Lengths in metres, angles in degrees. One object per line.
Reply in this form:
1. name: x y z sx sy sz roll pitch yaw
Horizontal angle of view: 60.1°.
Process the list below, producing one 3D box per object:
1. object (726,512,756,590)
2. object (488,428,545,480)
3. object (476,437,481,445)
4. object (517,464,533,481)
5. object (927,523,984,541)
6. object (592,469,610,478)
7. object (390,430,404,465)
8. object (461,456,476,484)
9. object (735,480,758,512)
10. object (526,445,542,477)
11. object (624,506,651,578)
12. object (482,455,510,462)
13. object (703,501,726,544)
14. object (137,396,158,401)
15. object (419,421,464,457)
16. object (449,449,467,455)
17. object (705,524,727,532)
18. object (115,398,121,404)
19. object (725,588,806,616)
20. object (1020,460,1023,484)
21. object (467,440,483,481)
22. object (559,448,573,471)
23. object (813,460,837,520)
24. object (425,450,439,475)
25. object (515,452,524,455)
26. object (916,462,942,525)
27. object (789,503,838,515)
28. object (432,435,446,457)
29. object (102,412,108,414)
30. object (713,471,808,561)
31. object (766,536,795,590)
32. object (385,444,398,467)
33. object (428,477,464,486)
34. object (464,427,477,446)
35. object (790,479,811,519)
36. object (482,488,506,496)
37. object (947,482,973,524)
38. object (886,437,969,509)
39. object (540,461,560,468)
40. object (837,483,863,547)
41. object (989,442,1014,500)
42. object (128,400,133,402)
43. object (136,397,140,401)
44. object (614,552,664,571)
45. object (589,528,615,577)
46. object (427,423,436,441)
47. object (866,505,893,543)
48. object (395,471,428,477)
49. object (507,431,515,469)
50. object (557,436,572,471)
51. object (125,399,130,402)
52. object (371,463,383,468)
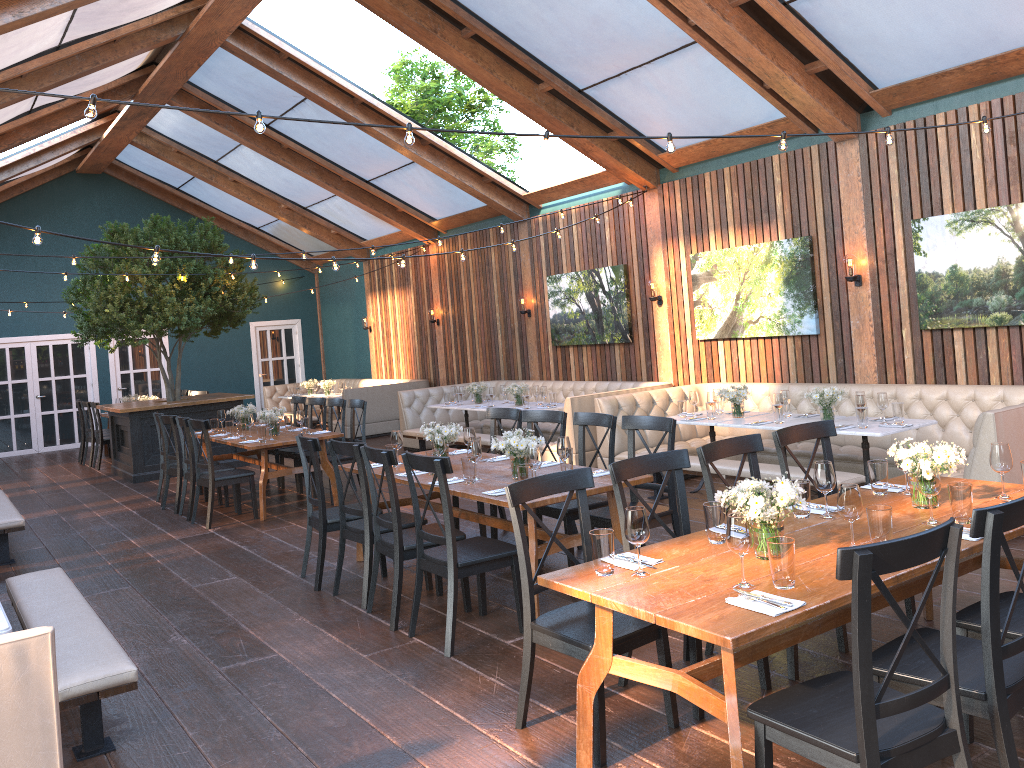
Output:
1. object: 0.772 0.562 2.980 0.092 0.244 0.092 -4 0 8
2. object: 0.044 0.427 5.451 0.335 0.309 0.330 -4 2 23
3. object: -0.264 0.466 6.408 0.092 0.158 0.092 -5 1 -8
4. object: 0.078 0.533 4.954 0.092 0.158 0.092 -5 1 -8
5. object: 1.724 0.569 3.446 0.158 0.019 0.255 -7 4 -34
6. object: 0.495 0.543 5.370 0.256 0.019 0.157 -7 4 -34
7. object: -0.840 0.464 6.476 0.092 0.244 0.092 -4 0 14
8. object: -0.263 0.529 5.424 0.092 0.158 0.092 -5 1 -8
9. object: 0.944 0.512 3.541 0.092 0.244 0.092 -4 0 8
10. object: 0.131 0.478 5.067 0.092 0.244 0.092 -4 0 8
11. object: 0.457 0.572 3.211 0.092 0.244 0.092 -4 0 8
12. object: -0.115 0.530 6.307 0.256 0.019 0.157 -7 4 -34
13. object: 0.824 0.562 3.578 0.092 0.158 0.092 -5 1 -8
14. object: -5.900 0.325 14.351 0.329 0.309 0.336 -5 2 -19
15. object: -0.502 0.413 6.350 0.329 0.309 0.336 -5 2 1
16. object: -0.432 0.523 6.811 0.256 0.019 0.157 -7 4 -34
17. object: 0.951 0.614 3.709 0.158 0.019 0.255 -7 4 -34
18. object: -6.781 0.370 15.250 0.092 0.244 0.092 -4 0 8
19. object: 0.787 0.685 2.813 0.158 0.019 0.255 -7 4 -34
20. object: 2.309 0.423 3.918 0.092 0.158 0.092 -5 1 -8
21. object: -0.230 0.477 5.527 0.092 0.244 0.092 -4 0 8
22. object: 0.337 0.478 5.475 0.092 0.158 0.092 -5 1 -8
23. object: 1.360 0.460 3.841 0.092 0.244 0.092 -4 0 8
24. object: -0.524 0.523 5.879 0.092 0.158 0.092 -5 1 -8
25. object: 0.038 0.469 5.989 0.092 0.158 0.092 -5 1 -8
26. object: 1.705 0.447 3.613 0.092 0.244 0.092 -4 0 8
27. object: 1.385 0.560 4.008 0.158 0.019 0.255 -7 4 -34
28. object: -0.492 0.470 5.982 0.092 0.244 0.092 -4 0 8
29. object: -6.938 0.495 15.251 0.256 0.019 0.157 -7 4 -34
30. object: 0.949 0.492 3.330 0.336 0.309 0.329 -5 2 -1
31. object: 0.901 0.597 2.948 0.092 0.158 0.092 -5 1 -8
32. object: -0.863 0.517 6.359 0.091 0.158 0.092 -4 1 12
33. object: -0.387 0.602 5.528 0.256 0.019 0.157 -7 4 -34
34. object: -0.295 0.433 6.290 0.092 0.244 0.092 -4 0 8
35. object: 1.269 0.507 3.889 0.092 0.158 0.092 -5 1 -8
36. object: -0.032 0.605 5.058 0.256 0.019 0.157 -7 4 -34
37. object: 1.820 0.483 3.585 0.092 0.158 0.092 -5 1 -8
38. object: 1.828 0.386 3.906 0.328 0.309 0.337 -4 2 21
39. object: 0.193 0.534 5.881 0.256 0.019 0.157 -7 4 -34
40. object: 1.271 0.500 3.317 0.092 0.244 0.092 -4 0 8
41. object: 2.186 0.387 3.948 0.092 0.244 0.092 -4 0 8
42. object: -6.160 0.382 14.290 0.092 0.244 0.092 -4 0 14
43. object: -6.581 0.333 15.572 0.092 0.244 0.092 -4 0 8
44. object: 0.469 0.673 3.377 0.158 0.019 0.255 -7 4 -34
45. object: 0.336 0.622 3.257 0.092 0.158 0.092 -5 1 -8
46. object: -0.607 0.426 6.790 0.092 0.244 0.092 -4 0 14
47. object: 1.372 0.537 3.294 0.092 0.158 0.092 -5 1 -8
48. object: -0.648 0.596 5.983 0.256 0.019 0.157 -7 4 -34
49. object: 0.007 0.436 5.874 0.092 0.244 0.092 -4 0 8
50. object: 0.320 0.444 5.367 0.092 0.244 0.092 -4 0 8
51. object: -6.420 0.370 14.803 0.092 0.244 0.092 -4 0 8
52. object: -0.993 0.590 6.471 0.256 0.019 0.157 -7 4 -34
